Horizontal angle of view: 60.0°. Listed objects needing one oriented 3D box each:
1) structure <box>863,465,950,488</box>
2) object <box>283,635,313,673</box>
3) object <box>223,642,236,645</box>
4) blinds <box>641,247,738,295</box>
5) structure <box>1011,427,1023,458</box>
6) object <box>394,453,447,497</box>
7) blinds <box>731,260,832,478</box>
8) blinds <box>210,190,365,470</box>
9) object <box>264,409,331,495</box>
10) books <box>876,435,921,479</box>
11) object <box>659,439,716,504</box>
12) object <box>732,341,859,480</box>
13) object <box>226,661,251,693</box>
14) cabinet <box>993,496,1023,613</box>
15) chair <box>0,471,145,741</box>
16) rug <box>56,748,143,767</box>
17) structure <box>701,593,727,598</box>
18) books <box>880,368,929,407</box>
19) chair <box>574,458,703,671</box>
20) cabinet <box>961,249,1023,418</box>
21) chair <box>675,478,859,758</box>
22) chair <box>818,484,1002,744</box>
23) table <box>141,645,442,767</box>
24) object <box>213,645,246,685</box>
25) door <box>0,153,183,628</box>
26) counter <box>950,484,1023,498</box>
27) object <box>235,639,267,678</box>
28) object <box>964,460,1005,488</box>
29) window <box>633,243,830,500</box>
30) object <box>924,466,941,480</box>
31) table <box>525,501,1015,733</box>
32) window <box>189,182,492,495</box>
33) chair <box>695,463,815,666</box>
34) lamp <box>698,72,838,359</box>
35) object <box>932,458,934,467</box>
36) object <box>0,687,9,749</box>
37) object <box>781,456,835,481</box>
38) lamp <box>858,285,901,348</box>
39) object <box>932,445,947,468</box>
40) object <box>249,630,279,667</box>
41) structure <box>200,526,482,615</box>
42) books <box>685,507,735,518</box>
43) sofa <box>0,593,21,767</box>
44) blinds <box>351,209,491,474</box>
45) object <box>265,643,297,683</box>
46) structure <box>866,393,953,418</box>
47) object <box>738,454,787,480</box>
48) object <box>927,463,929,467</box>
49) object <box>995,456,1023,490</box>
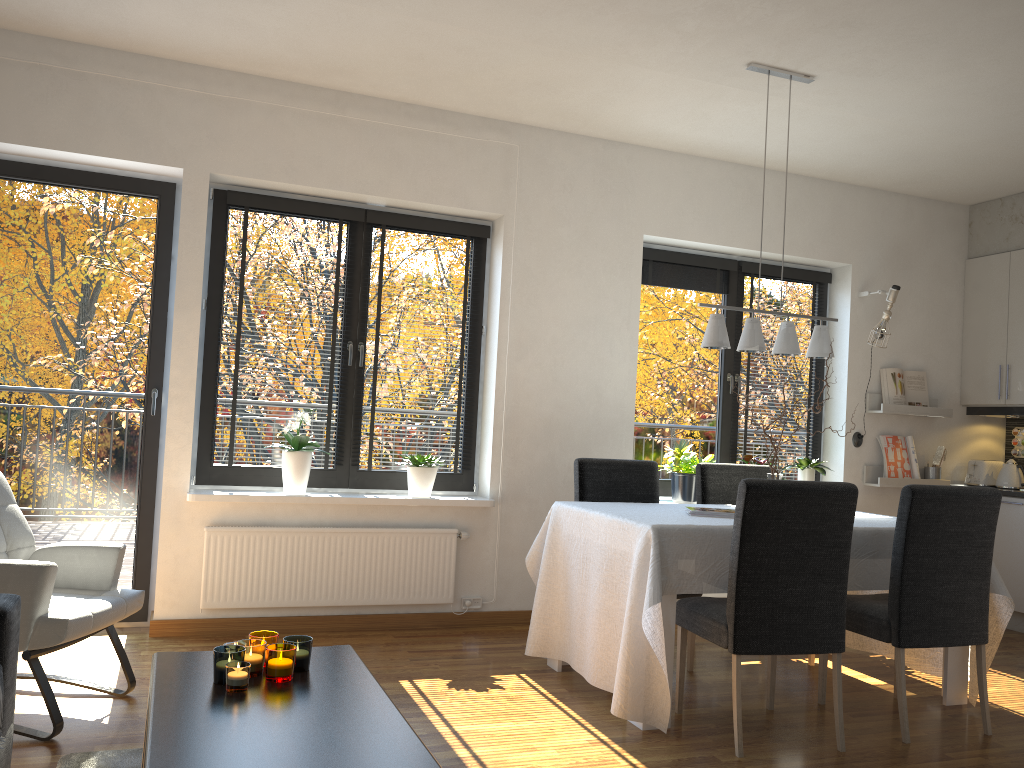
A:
[{"bbox_3d":[2.598,0.614,5.828,0.595,0.129,0.147,4,-3,-21],"label":"structure"},{"bbox_3d":[-0.574,0.721,2.369,0.079,0.081,0.079,4,-3,-26],"label":"object"},{"bbox_3d":[-0.737,0.722,2.351,0.060,0.061,0.060,4,-2,-16],"label":"object"},{"bbox_3d":[1.089,-0.701,5.535,0.711,0.229,0.049,4,-2,-21],"label":"blinds"},{"bbox_3d":[3.529,0.400,6.029,0.045,0.209,0.279,4,-3,-21],"label":"structure"},{"bbox_3d":[-0.492,0.488,4.787,0.267,0.237,0.283,5,-3,-39],"label":"object"},{"bbox_3d":[1.754,-0.057,5.779,0.711,1.421,0.049,4,-2,-21],"label":"blinds"},{"bbox_3d":[-1.172,-0.266,4.670,0.711,1.421,0.049,4,-2,-21],"label":"blinds"},{"bbox_3d":[-1.076,0.341,4.510,0.286,0.443,0.340,4,-3,-32],"label":"object"},{"bbox_3d":[2.542,0.500,5.821,0.283,0.330,0.138,4,-2,-23],"label":"books"},{"bbox_3d":[1.059,0.523,5.335,0.333,0.384,0.299,3,-2,-5],"label":"object"},{"bbox_3d":[1.238,0.205,4.035,0.615,0.784,0.403,1,-3,44],"label":"object"},{"bbox_3d":[-0.671,0.716,2.167,0.060,0.061,0.060,4,-2,-16],"label":"object"},{"bbox_3d":[3.637,1.008,4.027,0.040,0.690,4.224,4,-3,-21],"label":"cabinet"},{"bbox_3d":[-1.751,0.740,3.153,0.685,0.831,0.545,3,-2,4],"label":"chair"},{"bbox_3d":[-0.572,1.160,2.096,1.052,0.034,1.813,4,-3,-21],"label":"rug"},{"bbox_3d":[1.316,1.121,5.368,1.457,0.459,0.078,4,-2,-19],"label":"structure"},{"bbox_3d":[2.609,0.052,5.860,0.364,0.299,0.109,4,-2,-21],"label":"books"},{"bbox_3d":[0.592,0.856,4.299,0.462,0.959,0.545,4,-2,-21],"label":"chair"},{"bbox_3d":[4.051,-0.365,4.205,0.458,1.069,4.236,4,-3,-21],"label":"cabinet"},{"bbox_3d":[0.942,0.831,3.378,0.461,0.959,0.545,4,-2,-16],"label":"chair"},{"bbox_3d":[1.599,0.878,3.627,0.462,0.959,0.545,4,-2,-21],"label":"chair"},{"bbox_3d":[-0.544,0.951,2.017,0.570,0.409,1.180,4,-3,-21],"label":"table"},{"bbox_3d":[-0.713,0.707,2.231,0.079,0.081,0.079,4,-3,-26],"label":"object"},{"bbox_3d":[-2.188,0.051,4.320,0.976,2.273,0.119,4,-2,-21],"label":"door"},{"bbox_3d":[3.921,0.738,4.139,0.622,0.192,4.251,4,-3,-21],"label":"counter"},{"bbox_3d":[-0.679,0.712,2.302,0.079,0.081,0.079,4,-3,-26],"label":"object"},{"bbox_3d":[3.201,0.610,5.993,0.253,0.192,0.175,4,-2,-21],"label":"object"},{"bbox_3d":[1.379,-0.039,5.677,1.562,1.587,0.119,4,-2,-21],"label":"window"},{"bbox_3d":[2.800,0.615,5.904,0.103,0.124,0.103,4,-2,-23],"label":"object"},{"bbox_3d":[1.088,0.967,3.999,1.857,0.762,1.235,4,-3,-20],"label":"table"},{"bbox_3d":[-4.554,2.331,15.970,12.970,18.361,21.845,3,-2,9],"label":"window"},{"bbox_3d":[1.249,0.903,4.548,0.461,0.959,0.545,4,-2,-16],"label":"chair"},{"bbox_3d":[1.201,-0.781,4.059,0.760,1.284,0.131,4,-2,-21],"label":"lamp"},{"bbox_3d":[2.797,0.573,5.897,0.007,0.200,0.020,3,-2,1],"label":"object"},{"bbox_3d":[-1.384,0.701,1.817,0.606,0.212,0.488,4,-3,-25],"label":"object"},{"bbox_3d":[1.871,0.617,5.670,0.292,0.315,0.354,4,-3,-30],"label":"object"},{"bbox_3d":[2.349,-0.423,5.678,0.131,0.395,0.312,4,-2,-16],"label":"lamp"},{"bbox_3d":[2.840,0.541,5.886,0.119,0.267,0.060,4,-2,-29],"label":"object"},{"bbox_3d":[-0.674,0.717,2.401,0.079,0.081,0.079,4,-3,-26],"label":"object"},{"bbox_3d":[-0.826,0.968,4.556,1.457,0.459,0.078,4,-2,-22],"label":"structure"},{"bbox_3d":[0.900,0.560,3.855,0.278,0.022,0.204,3,-3,6],"label":"books"},{"bbox_3d":[-0.927,0.689,1.327,2.164,0.847,2.509,4,-3,-21],"label":"sofa"},{"bbox_3d":[-0.498,-0.218,4.925,0.711,1.421,0.049,4,-2,-21],"label":"blinds"},{"bbox_3d":[-0.595,0.715,2.275,0.079,0.081,0.079,4,-3,-26],"label":"object"},{"bbox_3d":[2.623,0.142,5.844,0.594,0.129,0.147,4,-3,-21],"label":"structure"},{"bbox_3d":[1.519,0.593,5.479,0.371,0.308,0.380,1,-3,44],"label":"object"},{"bbox_3d":[2.770,0.587,5.902,0.007,0.159,0.089,2,-2,30],"label":"object"},{"bbox_3d":[3.268,0.590,5.799,0.178,0.236,0.204,2,-2,16],"label":"object"}]
